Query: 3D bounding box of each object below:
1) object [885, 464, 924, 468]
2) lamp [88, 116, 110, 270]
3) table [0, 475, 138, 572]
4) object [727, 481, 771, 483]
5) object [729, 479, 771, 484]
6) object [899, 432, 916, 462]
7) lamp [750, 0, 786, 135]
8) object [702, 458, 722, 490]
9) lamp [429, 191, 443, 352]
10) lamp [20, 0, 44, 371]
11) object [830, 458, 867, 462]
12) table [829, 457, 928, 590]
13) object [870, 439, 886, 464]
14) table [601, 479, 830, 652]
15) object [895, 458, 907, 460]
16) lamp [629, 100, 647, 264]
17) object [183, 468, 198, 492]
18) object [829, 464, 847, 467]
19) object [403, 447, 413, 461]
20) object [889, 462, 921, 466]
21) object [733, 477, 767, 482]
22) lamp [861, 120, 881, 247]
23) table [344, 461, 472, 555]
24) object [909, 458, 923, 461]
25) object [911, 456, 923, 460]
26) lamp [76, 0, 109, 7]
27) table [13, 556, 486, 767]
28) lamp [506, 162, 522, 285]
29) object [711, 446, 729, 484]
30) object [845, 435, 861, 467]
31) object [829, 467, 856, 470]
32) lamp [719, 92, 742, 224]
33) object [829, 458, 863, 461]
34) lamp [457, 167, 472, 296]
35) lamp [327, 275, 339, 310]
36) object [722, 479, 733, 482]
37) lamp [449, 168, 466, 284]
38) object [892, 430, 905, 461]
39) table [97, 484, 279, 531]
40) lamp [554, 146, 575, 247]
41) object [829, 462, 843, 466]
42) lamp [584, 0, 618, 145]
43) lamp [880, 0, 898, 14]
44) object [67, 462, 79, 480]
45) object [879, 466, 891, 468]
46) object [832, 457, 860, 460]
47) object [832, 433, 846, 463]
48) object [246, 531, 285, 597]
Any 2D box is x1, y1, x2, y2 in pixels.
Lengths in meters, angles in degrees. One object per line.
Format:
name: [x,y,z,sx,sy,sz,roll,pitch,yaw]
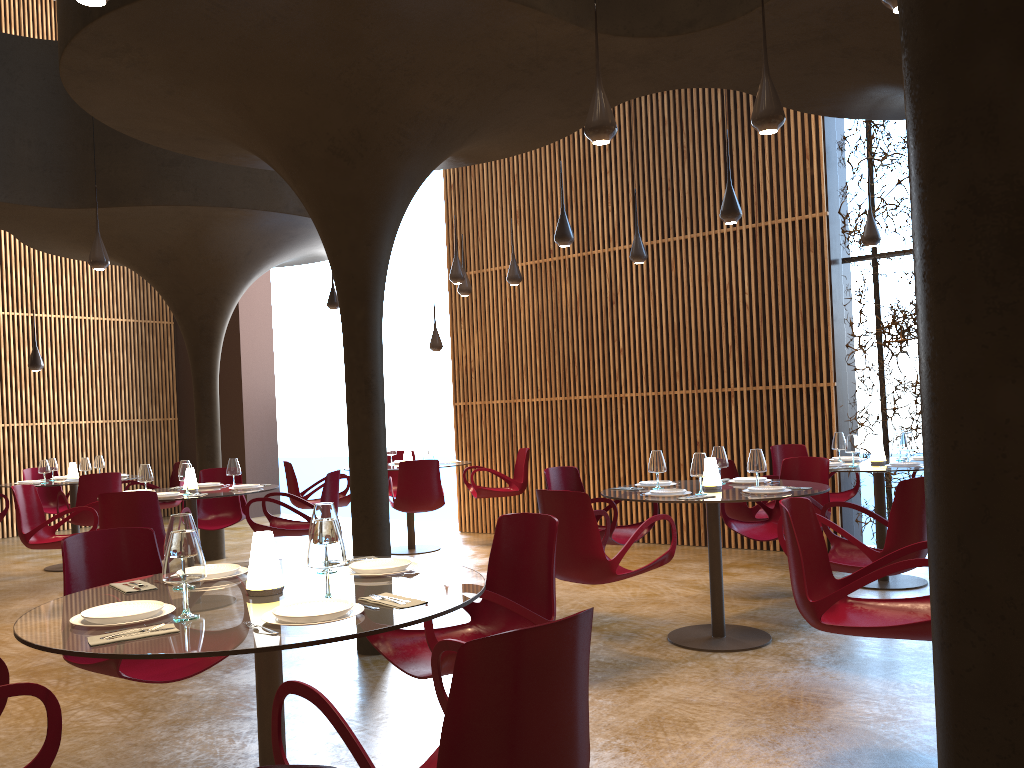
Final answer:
object: [3.499,0.728,7.889,0.332,0.014,0.332,-4,-2,30]
lamp: [-4.131,-4.243,8.589,0.196,6.276,0.196,-3,0,42]
table: [-5.709,1.823,11.588,1.671,1.130,1.673,-2,-1,-31]
object: [1.893,0.774,7.035,0.204,0.012,0.411,-1,-2,-41]
object: [1.890,0.773,7.038,0.331,0.014,0.332,-2,-2,-27]
object: [3.610,0.592,8.091,0.142,0.295,0.142,-2,-1,-13]
lamp: [1.345,-4.591,5.139,0.196,6.276,0.196,-2,0,-18]
object: [1.501,0.672,6.672,0.144,0.232,0.142,-2,-1,-8]
lamp: [-1.198,-3.588,12.433,0.196,6.276,0.196,-3,0,12]
lamp: [-6.468,-3.309,11.806,0.196,6.276,0.196,-2,0,-38]
object: [3.379,0.767,8.958,0.410,0.012,0.204,-2,-2,-12]
table: [3.504,1.319,8.417,1.672,1.130,1.673,-2,-1,-11]
object: [3.473,0.639,8.419,0.144,0.232,0.142,-3,-1,2]
table: [1.531,1.353,6.669,1.671,1.130,1.673,-2,-2,-34]
object: [3.978,0.743,8.846,0.262,0.017,0.126,-2,-2,-6]
lamp: [1.239,-4.448,9.650,0.196,6.276,0.196,-3,0,12]
object: [-3.162,0.941,8.718,0.144,0.232,0.142,-3,-1,30]
object: [2.971,0.764,8.322,0.331,0.014,0.332,-1,-2,-44]
object: [-1.376,0.954,11.709,0.142,0.232,0.144,-3,-1,22]
object: [3.498,0.718,7.889,0.263,0.029,0.263,-4,-2,30]
object: [1.889,0.763,7.038,0.263,0.029,0.263,-4,-2,38]
lamp: [3.597,-4.565,9.224,0.196,6.276,0.196,-2,0,-28]
table: [-1.346,1.634,11.707,1.672,1.130,1.673,-2,-1,-7]
object: [3.993,0.726,8.544,0.332,0.014,0.332,-4,-2,29]
object: [3.993,0.716,8.544,0.263,0.029,0.263,-2,-2,-16]
lamp: [-1.657,-4.518,3.208,0.196,6.276,0.196,-2,0,-18]
table: [-0.911,1.359,3.365,1.671,1.130,1.673,-2,-2,-34]
lamp: [-0.105,-4.351,10.878,0.196,6.276,0.196,-3,0,45]
object: [1.652,0.647,7.063,0.142,0.295,0.142,-2,-1,-15]
object: [3.144,0.615,8.174,0.142,0.295,0.142,-2,-1,-37]
object: [2.967,0.762,8.020,0.262,0.017,0.126,-2,-2,-3]
lamp: [1.762,-4.531,7.704,0.196,6.276,0.196,-2,0,-8]
object: [3.375,0.766,8.957,0.332,0.014,0.332,-3,-2,18]
lamp: [-0.755,-4.297,11.684,0.196,6.276,0.196,-3,0,45]
lamp: [-2.663,-4.185,12.585,0.196,6.276,0.196,-3,0,12]
object: [1.726,0.795,7.292,0.262,0.017,0.126,-1,-2,-36]
lamp: [-0.786,-4.330,10.566,0.196,6.276,0.196,-2,0,-25]
object: [3.799,0.602,8.682,0.142,0.295,0.142,-2,-1,-41]
table: [-3.132,1.621,8.716,1.672,1.130,1.673,-3,-1,0]
lamp: [0.362,-4.446,8.444,0.196,6.276,0.196,-2,0,-8]
object: [2.971,0.755,8.322,0.263,0.029,0.263,-2,-2,-2]
lamp: [0.385,-4.547,5.197,0.196,6.276,0.196,-2,0,-18]
lamp: [1.447,-4.643,3.573,0.196,6.276,0.196,-2,0,-38]
object: [-5.739,1.143,11.591,0.144,0.232,0.142,-3,-1,15]
object: [3.495,0.729,7.887,0.410,0.012,0.204,-2,-2,-16]
object: [3.374,0.756,8.957,0.263,0.029,0.263,-3,-2,8]
object: [3.237,0.629,8.765,0.142,0.295,0.142,-3,-1,36]
object: [-0.941,0.679,3.368,0.144,0.232,0.142,-3,-1,12]
